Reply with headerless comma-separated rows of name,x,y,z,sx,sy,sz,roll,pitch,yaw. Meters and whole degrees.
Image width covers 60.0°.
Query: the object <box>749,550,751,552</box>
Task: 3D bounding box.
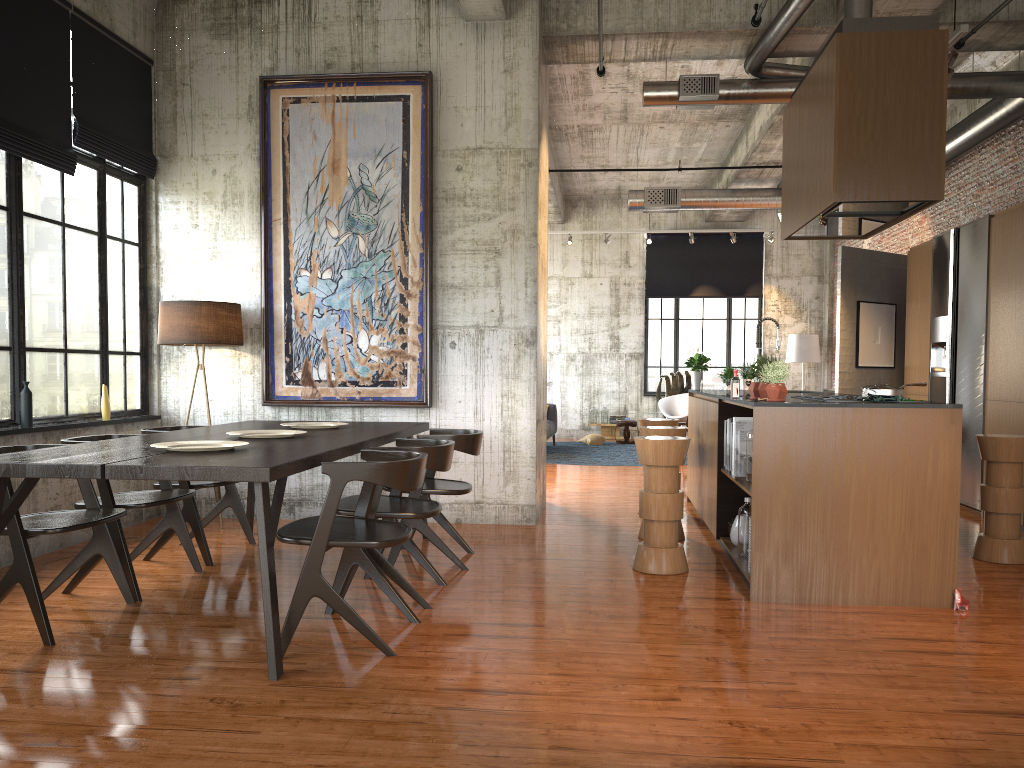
object,1.736,1.125,5.897,0.314,0.034,0.314,0,1,-30

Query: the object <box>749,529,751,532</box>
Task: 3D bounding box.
object,1.737,0.992,5.891,0.314,0.033,0.314,1,1,42

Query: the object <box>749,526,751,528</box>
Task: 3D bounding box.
object,1.737,0.969,5.890,0.314,0.029,0.314,0,1,-31

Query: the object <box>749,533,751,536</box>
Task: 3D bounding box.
object,1.737,1.015,5.892,0.314,0.032,0.314,0,1,-31

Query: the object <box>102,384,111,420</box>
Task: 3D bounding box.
object,-3.554,0.159,7.759,0.073,0.319,0.074,-1,3,-32

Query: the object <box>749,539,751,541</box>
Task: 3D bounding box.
object,1.736,1.054,5.894,0.314,0.030,0.314,0,1,-31

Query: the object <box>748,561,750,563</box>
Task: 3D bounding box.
object,1.736,1.204,5.901,0.314,0.034,0.314,0,1,-30

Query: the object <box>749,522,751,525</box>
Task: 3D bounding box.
object,1.737,0.946,5.889,0.314,0.031,0.314,0,1,-25

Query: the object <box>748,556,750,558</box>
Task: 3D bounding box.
object,1.736,1.166,5.899,0.314,0.033,0.314,0,1,-31

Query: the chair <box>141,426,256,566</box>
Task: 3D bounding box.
chair,-2.471,0.844,6.973,0.769,0.994,0.877,1,2,6

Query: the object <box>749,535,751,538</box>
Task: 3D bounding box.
object,1.736,1.027,5.892,0.314,0.032,0.314,0,1,-26

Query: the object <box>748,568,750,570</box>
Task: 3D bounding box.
object,1.736,1.250,5.903,0.314,0.034,0.314,0,1,-30

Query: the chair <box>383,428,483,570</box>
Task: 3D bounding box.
chair,-0.604,0.858,6.741,0.769,0.994,0.877,0,2,2

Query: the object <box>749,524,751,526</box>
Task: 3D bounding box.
object,1.737,0.957,5.889,0.314,0.034,0.314,0,1,-30

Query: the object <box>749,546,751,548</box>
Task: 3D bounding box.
object,1.736,1.102,5.896,0.314,0.032,0.314,1,1,43

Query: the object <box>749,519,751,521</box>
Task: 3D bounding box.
object,1.737,0.919,5.887,0.314,0.033,0.314,0,1,-31

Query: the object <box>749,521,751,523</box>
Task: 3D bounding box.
object,1.737,0.932,5.888,0.314,0.030,0.314,0,1,-31

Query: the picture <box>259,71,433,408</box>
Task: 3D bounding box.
picture,-1.567,-1.339,8.359,1.655,3.124,0.141,1,3,6

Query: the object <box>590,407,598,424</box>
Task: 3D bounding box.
object,1.745,0.665,18.917,0.163,0.362,0.163,0,2,4

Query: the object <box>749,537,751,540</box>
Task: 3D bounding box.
object,1.736,1.041,5.893,0.314,0.033,0.314,0,1,-31

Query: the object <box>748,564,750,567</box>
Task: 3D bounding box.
object,1.736,1.227,5.902,0.314,0.032,0.314,1,1,43

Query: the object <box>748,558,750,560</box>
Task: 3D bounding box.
object,1.736,1.180,5.899,0.314,0.030,0.314,0,1,-31

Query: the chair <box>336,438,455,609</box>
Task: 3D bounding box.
chair,-0.756,0.871,5.693,0.769,0.994,0.877,0,2,5

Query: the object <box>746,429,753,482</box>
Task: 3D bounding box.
object,1.754,0.486,6.370,0.137,0.432,0.137,1,3,17

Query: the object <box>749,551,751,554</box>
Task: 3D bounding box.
object,1.736,1.137,5.897,0.314,0.032,0.314,0,1,-31

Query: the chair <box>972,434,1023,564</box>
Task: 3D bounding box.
chair,3.825,0.885,6.904,0.411,0.964,0.409,2,3,36

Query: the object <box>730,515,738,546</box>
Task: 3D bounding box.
object,1.788,1.141,6.880,0.181,0.244,0.181,-1,2,-36

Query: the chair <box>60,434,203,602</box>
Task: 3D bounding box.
chair,-2.569,0.857,5.961,0.769,0.994,0.877,1,2,7

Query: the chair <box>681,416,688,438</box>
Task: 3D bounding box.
chair,3.120,0.873,14.114,0.875,0.794,1.042,1,1,7

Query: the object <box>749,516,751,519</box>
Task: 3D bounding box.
object,1.737,0.906,5.887,0.314,0.032,0.314,0,1,-26

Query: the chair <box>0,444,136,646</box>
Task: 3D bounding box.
chair,-2.663,0.869,5.066,0.769,0.994,0.877,0,2,5

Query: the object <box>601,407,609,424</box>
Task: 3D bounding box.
object,1.975,0.667,18.892,0.163,0.362,0.163,1,2,9

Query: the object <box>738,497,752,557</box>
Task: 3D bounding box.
object,1.734,1.051,6.524,0.137,0.432,0.137,1,3,17

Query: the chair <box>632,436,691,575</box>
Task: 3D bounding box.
chair,1.094,0.875,6.494,0.409,0.964,0.410,0,2,-15

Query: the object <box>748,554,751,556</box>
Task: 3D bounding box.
object,1.736,1.153,5.898,0.314,0.032,0.314,0,1,-26

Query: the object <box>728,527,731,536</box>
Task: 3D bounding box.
object,1.851,1.208,7.143,0.216,0.105,0.216,1,1,16

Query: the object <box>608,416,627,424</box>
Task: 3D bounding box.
object,2.264,0.768,18.950,0.423,0.153,0.381,0,1,6

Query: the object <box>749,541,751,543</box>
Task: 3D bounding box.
object,1.736,1.067,5.894,0.314,0.031,0.314,0,1,-2

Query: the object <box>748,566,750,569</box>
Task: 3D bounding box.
object,1.735,1.239,5.902,0.314,0.033,0.314,1,1,42

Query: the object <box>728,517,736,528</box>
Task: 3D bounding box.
object,1.851,1.154,7.139,0.216,0.128,0.217,0,1,1

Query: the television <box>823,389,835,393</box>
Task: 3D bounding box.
television,6.234,0.496,17.142,0.286,0.794,1.088,0,1,-7

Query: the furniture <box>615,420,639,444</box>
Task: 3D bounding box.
furniture,2.335,0.973,18.054,0.432,0.478,0.431,-1,2,-39

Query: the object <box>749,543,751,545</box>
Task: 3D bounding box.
object,1.737,1.078,5.895,0.314,0.034,0.314,0,1,-30

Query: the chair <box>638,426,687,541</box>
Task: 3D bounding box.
chair,1.310,0.860,7.740,0.409,0.964,0.410,0,2,-15

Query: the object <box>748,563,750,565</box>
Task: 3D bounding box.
object,1.736,1.216,5.901,0.314,0.029,0.314,0,1,-31

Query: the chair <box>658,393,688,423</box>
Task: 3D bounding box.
chair,3.408,0.704,17.782,0.806,1.032,1.056,-2,3,-45

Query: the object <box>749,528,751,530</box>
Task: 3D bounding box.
object,1.737,0.980,5.890,0.314,0.032,0.314,1,1,43

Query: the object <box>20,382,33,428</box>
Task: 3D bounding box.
object,-3.668,0.158,6.697,0.080,0.352,0.080,2,3,37

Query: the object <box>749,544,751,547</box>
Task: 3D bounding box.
object,1.736,1.091,5.895,0.314,0.029,0.314,0,1,-31

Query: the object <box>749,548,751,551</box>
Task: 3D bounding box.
object,1.736,1.113,5.896,0.314,0.033,0.314,1,1,42

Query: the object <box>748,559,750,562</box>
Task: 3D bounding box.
object,1.736,1.193,5.900,0.314,0.031,0.314,0,1,-2

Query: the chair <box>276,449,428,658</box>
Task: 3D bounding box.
chair,-0.850,0.882,4.798,0.769,0.994,0.877,1,2,7

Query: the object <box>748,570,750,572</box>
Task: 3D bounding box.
object,1.735,1.262,5.903,0.314,0.032,0.314,0,1,-31

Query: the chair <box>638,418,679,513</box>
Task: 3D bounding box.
chair,1.499,0.843,9.072,0.409,0.964,0.410,0,2,-15
